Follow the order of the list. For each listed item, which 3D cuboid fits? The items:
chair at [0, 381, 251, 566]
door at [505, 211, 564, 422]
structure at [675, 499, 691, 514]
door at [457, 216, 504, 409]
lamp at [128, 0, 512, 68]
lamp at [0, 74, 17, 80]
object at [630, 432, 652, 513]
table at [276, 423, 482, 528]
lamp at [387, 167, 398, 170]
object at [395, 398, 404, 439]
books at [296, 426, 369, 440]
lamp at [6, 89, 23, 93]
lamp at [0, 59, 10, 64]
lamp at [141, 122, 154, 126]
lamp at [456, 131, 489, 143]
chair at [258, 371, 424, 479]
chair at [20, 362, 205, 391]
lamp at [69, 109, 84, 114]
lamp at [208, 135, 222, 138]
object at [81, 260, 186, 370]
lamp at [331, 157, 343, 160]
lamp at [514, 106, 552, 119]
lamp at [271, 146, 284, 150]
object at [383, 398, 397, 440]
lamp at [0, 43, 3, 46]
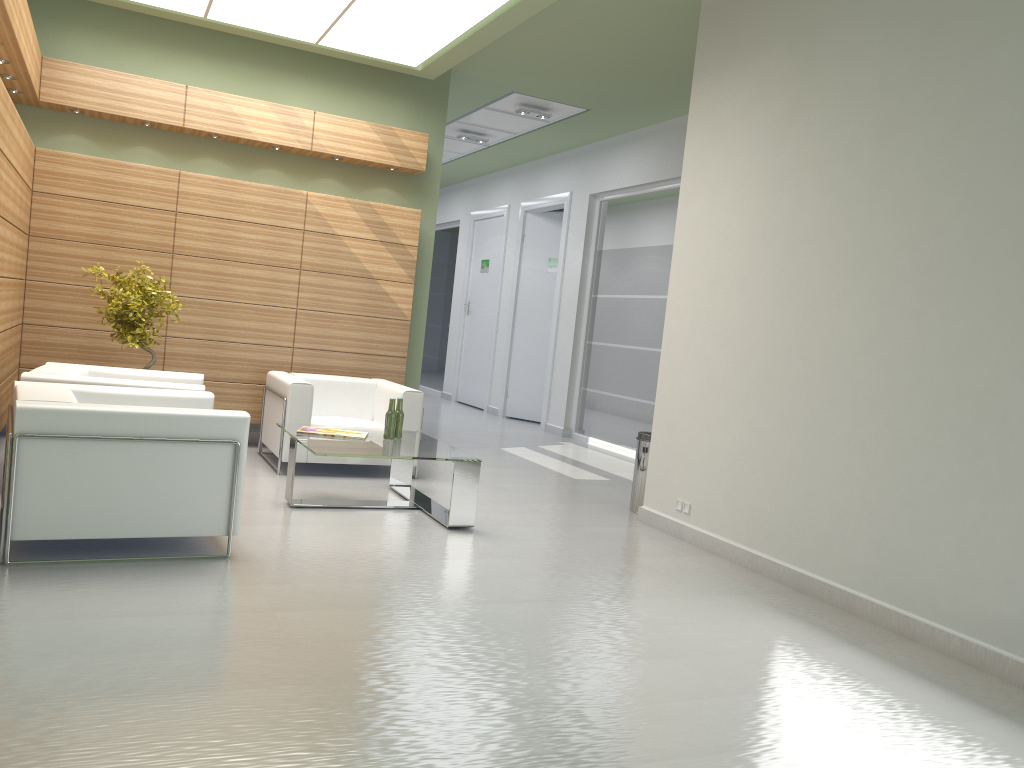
[{"bbox_3d":[-3.459,0.715,7.861,1.802,1.234,1.894,4,4,-30],"label":"chair"},{"bbox_3d":[0.970,-1.598,21.398,2.089,5.083,0.134,8,4,35],"label":"door"},{"bbox_3d":[1.957,1.399,10.154,0.017,0.118,0.262,5,4,-25],"label":"structure"},{"bbox_3d":[-0.888,-1.951,24.052,0.250,5.083,2.089,5,4,-25],"label":"door"},{"bbox_3d":[-2.442,-4.856,10.140,4.571,0.325,5.060,5,4,-25],"label":"lamp"},{"bbox_3d":[-5.956,-3.653,10.486,0.181,0.074,0.181,9,4,37],"label":"lamp"},{"bbox_3d":[1.807,1.158,11.535,0.482,1.027,0.483,9,4,36],"label":"object"},{"bbox_3d":[-1.618,1.004,10.061,1.783,0.742,2.197,5,4,-25],"label":"table"},{"bbox_3d":[-1.888,-3.424,14.005,0.181,0.074,0.181,4,4,-31],"label":"lamp"},{"bbox_3d":[-1.334,0.400,10.404,0.131,0.475,0.131,8,4,30],"label":"object"},{"bbox_3d":[-2.055,0.561,10.202,0.762,0.025,0.508,6,3,-5],"label":"books"},{"bbox_3d":[-6.291,-3.731,11.217,0.181,0.074,0.181,3,4,-42],"label":"lamp"},{"bbox_3d":[-5.616,-3.573,9.744,0.181,0.074,0.181,3,4,-42],"label":"lamp"},{"bbox_3d":[-5.132,-3.682,12.490,0.181,0.074,0.181,4,4,-31],"label":"lamp"},{"bbox_3d":[-0.858,-5.422,19.429,0.657,0.159,0.286,5,4,-25],"label":"lamp"},{"bbox_3d":[-2.426,0.556,12.480,1.894,1.234,1.802,5,4,-25],"label":"chair"},{"bbox_3d":[-4.408,0.491,9.972,1.769,1.234,1.894,5,4,-20],"label":"chair"},{"bbox_3d":[-5.944,-3.746,12.111,0.181,0.074,0.181,4,4,-31],"label":"lamp"},{"bbox_3d":[-4.310,-3.616,12.874,0.181,0.074,0.181,8,4,26],"label":"lamp"},{"bbox_3d":[-4.976,-0.334,11.429,1.116,2.565,1.201,8,4,33],"label":"object"},{"bbox_3d":[-2.688,-3.488,13.631,0.181,0.074,0.181,8,4,26],"label":"lamp"},{"bbox_3d":[0.408,-5.126,16.667,0.657,0.159,0.286,5,4,-25],"label":"lamp"},{"bbox_3d":[-3.504,-3.552,13.250,0.181,0.074,0.181,4,4,-31],"label":"lamp"},{"bbox_3d":[-1.400,0.402,10.240,0.131,0.475,0.131,8,4,30],"label":"object"},{"bbox_3d":[-5.284,-3.496,9.021,0.181,0.074,0.181,3,4,-42],"label":"lamp"}]
